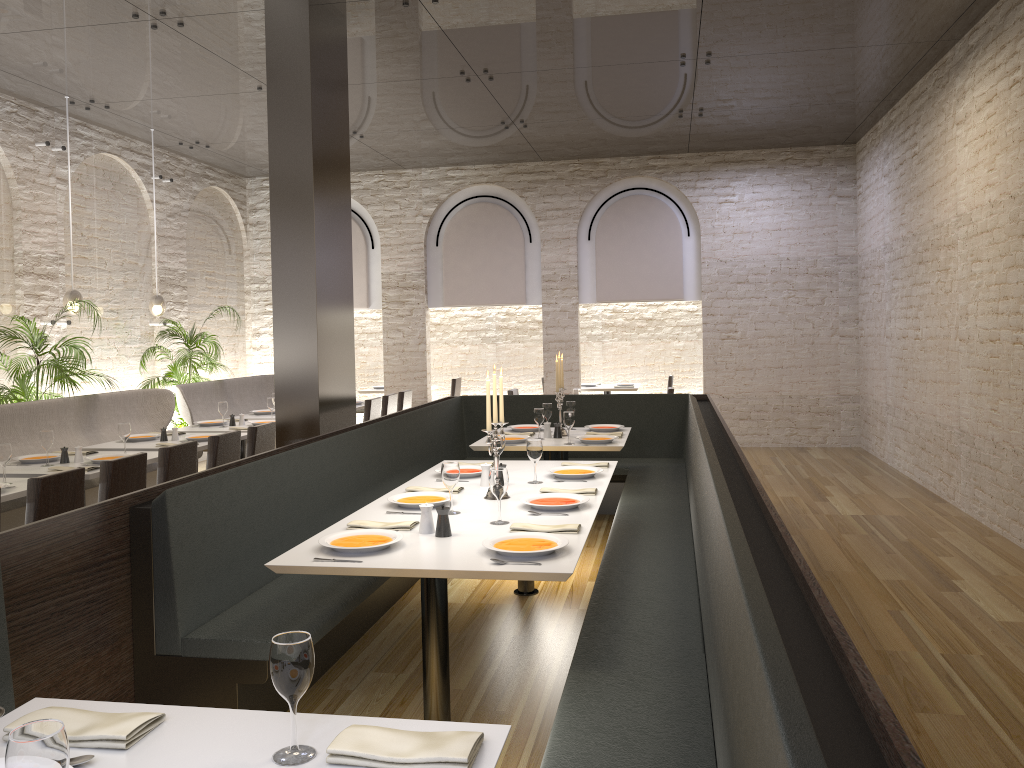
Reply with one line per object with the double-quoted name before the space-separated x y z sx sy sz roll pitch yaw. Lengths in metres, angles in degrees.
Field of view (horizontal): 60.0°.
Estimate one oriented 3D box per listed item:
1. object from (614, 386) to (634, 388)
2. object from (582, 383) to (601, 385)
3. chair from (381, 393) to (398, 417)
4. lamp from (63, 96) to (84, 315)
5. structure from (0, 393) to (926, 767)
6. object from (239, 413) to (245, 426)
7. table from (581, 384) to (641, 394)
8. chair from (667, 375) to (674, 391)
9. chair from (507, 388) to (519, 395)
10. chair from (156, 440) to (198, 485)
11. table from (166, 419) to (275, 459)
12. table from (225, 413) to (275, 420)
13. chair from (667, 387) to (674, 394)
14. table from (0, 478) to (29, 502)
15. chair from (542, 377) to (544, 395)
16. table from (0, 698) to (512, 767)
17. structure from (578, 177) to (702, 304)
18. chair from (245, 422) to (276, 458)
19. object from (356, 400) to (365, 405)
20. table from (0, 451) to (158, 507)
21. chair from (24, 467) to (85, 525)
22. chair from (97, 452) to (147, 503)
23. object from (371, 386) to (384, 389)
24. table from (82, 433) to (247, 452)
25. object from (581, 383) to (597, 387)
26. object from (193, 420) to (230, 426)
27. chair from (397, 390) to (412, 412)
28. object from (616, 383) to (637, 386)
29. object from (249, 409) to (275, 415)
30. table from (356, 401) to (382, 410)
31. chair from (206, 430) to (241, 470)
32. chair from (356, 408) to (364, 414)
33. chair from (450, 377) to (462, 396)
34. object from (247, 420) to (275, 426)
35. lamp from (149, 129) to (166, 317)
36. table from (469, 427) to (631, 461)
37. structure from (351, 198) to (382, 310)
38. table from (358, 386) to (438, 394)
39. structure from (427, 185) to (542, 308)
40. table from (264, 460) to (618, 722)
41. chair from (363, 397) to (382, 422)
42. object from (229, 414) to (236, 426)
"object" 1.555 0.042 12.301 0.273 0.033 0.143 -1 3 10
"object" 1.170 0.005 13.085 0.273 0.033 0.143 -1 3 10
"chair" -1.576 0.569 9.868 0.565 0.905 0.412 -1 1 10
"lamp" -4.142 -1.669 8.311 0.178 2.039 0.178 -1 1 -11
"structure" -0.368 0.913 2.744 2.371 1.000 10.763 -1 3 10
"object" -2.493 0.326 8.178 0.059 0.109 0.059 -3 2 -44
"table" 1.368 0.411 12.711 0.936 0.759 1.012 -1 3 10
"chair" 2.023 0.332 12.586 0.565 0.905 0.412 -1 1 10
"chair" 0.256 0.512 10.171 0.565 0.905 0.412 -1 1 10
"chair" -2.333 0.833 5.658 0.565 0.905 0.412 -1 1 10
"table" -2.522 0.759 8.216 0.936 0.759 1.012 -1 3 10
"table" -2.327 0.691 9.301 0.936 0.759 1.012 -1 3 10
"chair" 1.547 0.497 9.938 0.565 0.905 0.412 -1 1 10
"table" -3.132 0.972 4.820 0.936 0.759 1.012 -1 3 10
"chair" 0.732 0.346 12.819 0.565 0.905 0.412 -1 1 10
"table" -0.758 1.163 0.673 1.100 0.759 2.542 -1 3 10
"structure" 1.694 -1.935 11.885 1.633 1.674 0.098 -1 1 10
"chair" -2.127 0.761 6.800 0.565 0.905 0.412 -1 1 10
"object" -1.873 0.224 10.367 0.322 0.036 0.321 -4 5 -42
"table" -2.927 0.900 5.963 0.936 0.759 1.012 -1 3 10
"chair" -2.532 0.902 4.551 0.565 0.905 0.412 -1 1 10
"chair" -2.432 0.867 5.103 0.565 0.905 0.412 -1 1 10
"object" -1.960 0.053 13.302 0.322 0.036 0.322 -5 5 -45
"table" -2.719 0.828 7.115 0.936 0.759 1.012 -1 3 10
"object" 1.092 0.019 12.752 0.322 0.036 0.322 -5 5 -45
"object" -2.798 0.367 8.257 0.322 0.036 0.321 -4 5 -42
"chair" -1.474 0.534 10.436 0.565 0.905 0.412 -1 1 10
"object" 1.620 0.013 12.655 0.322 0.036 0.322 -5 5 -45
"object" -2.603 0.300 9.343 0.322 0.036 0.321 -4 5 -42
"table" -2.125 0.621 10.424 0.936 0.759 1.012 -1 3 10
"chair" -2.228 0.796 6.241 0.565 0.905 0.412 -1 1 10
"chair" -2.334 0.381 13.371 0.565 0.905 0.412 -1 1 10
"chair" -1.043 0.366 13.138 0.565 0.905 0.412 -1 1 10
"object" -2.270 0.362 8.160 0.322 0.036 0.321 -4 5 -42
"lamp" -3.897 -1.755 9.676 0.178 2.039 0.178 -1 1 -11
"table" 0.346 0.779 6.815 1.100 0.759 1.190 -1 3 10
"structure" -2.617 -1.886 12.661 1.633 1.674 0.098 -1 1 10
"table" -1.684 0.445 13.261 0.936 0.759 1.012 -1 3 10
"structure" -0.392 -1.911 12.260 1.633 1.674 0.098 -1 1 10
"table" -0.106 0.936 4.299 1.100 0.759 2.542 -1 3 10
"chair" -1.675 0.604 9.316 0.565 0.905 0.412 -1 1 10
"object" -2.571 0.330 8.146 0.059 0.109 0.059 -3 2 -44
